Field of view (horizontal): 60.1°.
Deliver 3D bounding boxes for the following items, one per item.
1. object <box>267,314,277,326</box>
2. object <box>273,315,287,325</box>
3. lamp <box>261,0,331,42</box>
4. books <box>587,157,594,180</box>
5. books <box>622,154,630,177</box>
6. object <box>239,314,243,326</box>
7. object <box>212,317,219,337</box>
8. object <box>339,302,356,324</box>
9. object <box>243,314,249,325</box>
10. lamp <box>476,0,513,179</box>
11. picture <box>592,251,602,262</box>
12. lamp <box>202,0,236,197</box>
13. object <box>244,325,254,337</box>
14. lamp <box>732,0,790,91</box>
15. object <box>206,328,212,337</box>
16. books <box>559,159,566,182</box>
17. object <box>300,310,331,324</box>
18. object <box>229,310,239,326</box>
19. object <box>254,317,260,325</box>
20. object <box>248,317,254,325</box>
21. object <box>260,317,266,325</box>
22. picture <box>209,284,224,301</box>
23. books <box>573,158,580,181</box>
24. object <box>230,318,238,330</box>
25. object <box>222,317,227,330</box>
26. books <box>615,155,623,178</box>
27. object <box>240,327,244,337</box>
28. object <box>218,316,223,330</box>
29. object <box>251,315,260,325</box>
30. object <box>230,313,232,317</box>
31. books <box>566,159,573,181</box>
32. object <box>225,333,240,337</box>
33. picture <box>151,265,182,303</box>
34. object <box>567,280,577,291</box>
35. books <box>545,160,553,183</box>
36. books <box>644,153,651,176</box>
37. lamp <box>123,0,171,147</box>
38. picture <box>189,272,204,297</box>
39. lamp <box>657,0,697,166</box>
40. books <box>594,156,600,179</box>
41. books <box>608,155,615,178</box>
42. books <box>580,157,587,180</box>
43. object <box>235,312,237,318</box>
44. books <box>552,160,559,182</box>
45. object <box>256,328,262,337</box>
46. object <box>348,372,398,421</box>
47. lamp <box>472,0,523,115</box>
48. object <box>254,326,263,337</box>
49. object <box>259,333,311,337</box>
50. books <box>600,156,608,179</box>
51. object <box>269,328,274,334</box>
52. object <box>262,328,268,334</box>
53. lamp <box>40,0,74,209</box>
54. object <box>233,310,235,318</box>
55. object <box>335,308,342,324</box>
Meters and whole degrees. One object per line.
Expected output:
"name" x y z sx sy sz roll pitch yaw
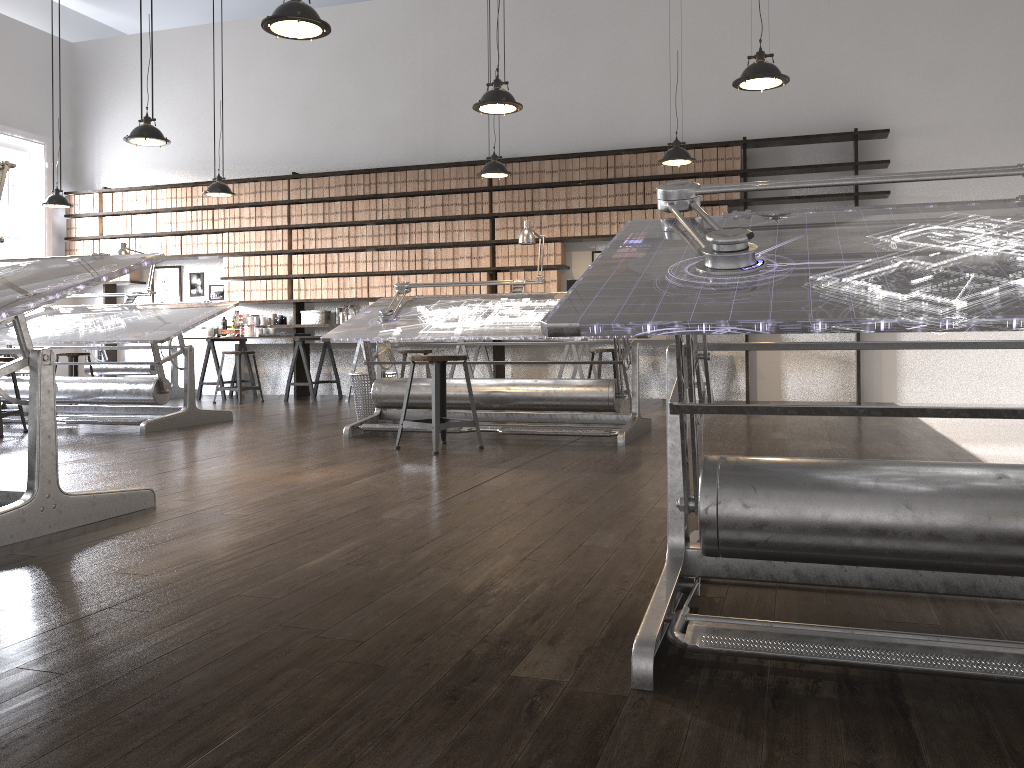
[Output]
"object" -2.680 -0.704 9.896 0.107 0.161 0.236 -1 2 -17
"object" -2.585 -0.708 9.833 0.171 0.109 0.091 0 1 18
"lamp" -0.990 -2.729 4.025 0.310 2.266 0.313 -1 0 43
"books" 0.795 -2.115 8.753 0.067 0.226 0.174 -1 1 18
"books" 1.128 -2.113 8.648 0.066 0.225 0.174 -1 1 18
"object" -3.076 -0.728 10.040 0.050 0.139 0.051 -1 0 16
"object" -3.253 -0.624 9.713 0.069 0.230 0.068 -1 0 15
"object" -1.797 -0.786 9.628 0.181 0.272 0.156 -1 1 2
"object" -3.008 -0.728 10.020 0.070 0.130 0.070 -1 1 -34
"lamp" -0.162 -2.918 7.617 0.310 2.253 0.313 -1 0 43
"picture" 0.905 -1.195 8.897 0.201 0.284 0.022 0 0 17
"lamp" -2.812 -2.933 8.474 0.311 2.253 0.312 -1 0 -2
"object" -2.869 -0.578 9.670 0.105 0.142 0.104 0 1 10
"lamp" 1.380 -2.804 4.955 0.311 2.253 0.312 -1 0 -2
"object" -3.323 -0.562 9.722 0.068 0.104 0.068 0 1 22
"books" 0.526 -2.116 8.846 0.066 0.225 0.174 -1 1 18
"object" -2.157 -0.728 9.735 0.317 0.152 0.193 0 2 17
"object" -3.130 -0.742 9.982 0.106 0.177 0.107 0 1 20
"object" -2.856 -0.701 9.910 0.062 0.093 0.063 -1 1 4
"object" -2.926 -0.701 9.918 0.062 0.094 0.062 -1 1 4
"object" -2.789 -0.702 9.912 0.062 0.094 0.062 -1 1 4
"picture" -3.410 -1.062 10.291 0.251 0.183 0.023 0 0 18
"books" 0.658 -2.116 8.801 0.066 0.225 0.174 -1 1 18
"object" -2.970 -0.674 9.840 0.077 0.146 0.345 0 2 40
"object" -3.205 -0.632 9.861 0.069 0.230 0.068 -1 0 15
"books" 1.062 -2.113 8.674 0.066 0.225 0.174 -1 1 18
"object" -2.944 -0.563 9.653 0.049 0.112 0.049 0 0 14
"object" -3.232 -0.632 9.781 0.069 0.237 0.068 -1 0 15
"object" -2.905 -0.719 10.028 0.094 0.128 0.095 -1 1 -42
"object" -3.067 -0.692 9.737 0.071 0.186 0.008 -1 0 19
"books" 0.593 -2.116 8.826 0.066 0.225 0.174 -1 1 18
"object" -3.007 -0.524 9.516 0.132 0.050 0.197 -3 3 -43
"picture" -4.094 -1.110 10.503 0.415 0.575 0.040 0 0 18
"object" 0.848 -0.744 8.473 0.643 0.518 0.204 0 0 18
"books" 0.390 -2.117 8.888 0.066 0.225 0.174 -1 1 18
"books" 1.326 -2.111 8.582 0.067 0.226 0.174 -1 1 18
"lamp" -2.577 -2.827 6.235 0.310 2.253 0.313 -1 0 38
"picture" -3.695 -1.166 10.385 0.201 0.284 0.022 0 0 17
"lamp" 1.317 -2.909 7.138 0.310 2.253 0.313 -1 0 43
"books" 0.857 -2.115 8.738 0.066 0.225 0.174 -1 1 18
"books" 0.988 -2.114 8.692 0.067 0.226 0.174 -1 1 18
"books" 0.726 -2.115 8.776 0.066 0.225 0.174 -1 1 18
"object" -3.047 -0.698 9.735 0.055 0.193 0.006 -1 0 17
"books" 0.458 -2.117 8.864 0.067 0.226 0.174 -1 1 18
"object" -2.760 -0.559 9.649 0.062 0.094 0.062 -1 1 -32
"object" -0.989 0.109 6.318 0.353 0.378 0.353 0 2 40
"lamp" -0.099 -2.812 5.433 0.310 2.253 0.313 -1 0 43
"object" -2.791 -0.577 9.757 0.095 0.128 0.094 0 1 22
"object" -2.374 -0.510 9.260 0.445 0.033 0.312 0 3 18
"books" 0.920 -2.114 8.720 0.066 0.225 0.174 -1 1 18
"object" -2.635 -0.563 9.705 0.062 0.094 0.062 -1 1 -23
"object" -2.694 -0.561 9.674 0.062 0.093 0.063 -1 1 -23
"lamp" -4.666 -2.944 9.069 0.311 2.253 0.312 -1 0 -2
"object" -3.055 -0.703 9.722 0.007 0.214 0.055 0 0 -37
"object" -1.907 -0.743 9.746 0.079 0.188 0.079 -1 0 -3
